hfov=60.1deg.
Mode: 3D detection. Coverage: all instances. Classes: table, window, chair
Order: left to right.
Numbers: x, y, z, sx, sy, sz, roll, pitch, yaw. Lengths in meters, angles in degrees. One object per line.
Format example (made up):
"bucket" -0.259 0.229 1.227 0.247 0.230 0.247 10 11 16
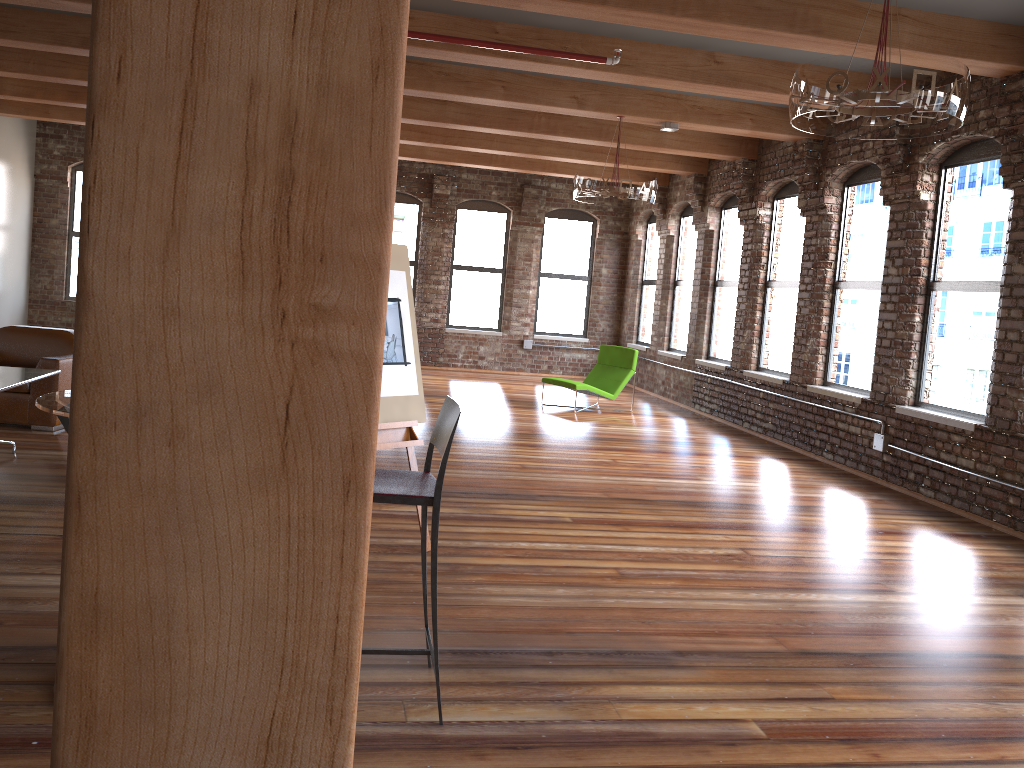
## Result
"table" -3.465 0.259 5.193 0.939 0.558 1.878 4 6 -11
"chair" -4.005 -0.078 7.183 1.064 0.733 0.833 5 5 -1
"window" -6.350 -2.344 13.718 0.968 2.164 0.086 4 3 -11
"table" -1.152 0.516 2.859 0.722 0.922 0.723 6 4 14
"chair" -0.441 0.536 2.898 0.466 0.979 0.431 4 4 -11
"window" -1.998 -2.030 14.459 0.968 2.222 0.222 4 3 -11
"window" -0.554 -1.942 14.728 0.968 2.212 0.219 4 3 -11
"window" 0.904 -1.849 14.998 0.968 2.212 0.219 4 3 -11
"chair" 0.954 -0.087 10.970 0.955 0.794 0.683 1 6 -35
"window" 2.186 -1.653 14.112 0.232 2.209 0.972 4 4 -11
"window" 2.450 -1.480 12.646 0.231 2.209 0.972 4 4 -11
"window" 2.711 -1.310 11.205 0.233 2.209 0.972 4 4 -11
"window" 2.968 -1.140 9.767 0.230 2.209 0.972 4 4 -11
"window" 3.231 -0.970 8.327 0.236 2.209 0.972 4 4 -11
"window" 3.489 -0.800 6.886 0.232 2.209 0.972 4 4 -11

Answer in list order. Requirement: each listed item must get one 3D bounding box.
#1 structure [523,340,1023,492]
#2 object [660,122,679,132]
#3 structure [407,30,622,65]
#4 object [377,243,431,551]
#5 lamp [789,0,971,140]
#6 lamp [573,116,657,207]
"structure" 2.948 0.289 8.568 1.632 0.312 13.765 3 6 -17
"object" 1.538 -2.512 8.636 0.145 0.072 0.148 4 5 -11
"structure" -2.571 -2.512 5.623 6.804 0.111 0.051 4 4 -10
"object" -0.785 -0.238 4.477 0.687 2.135 0.701 8 5 39
"lamp" 1.783 -1.660 4.259 0.811 0.812 0.810 8 5 32
"lamp" 1.014 -2.164 8.528 0.811 0.812 0.810 7 5 25
